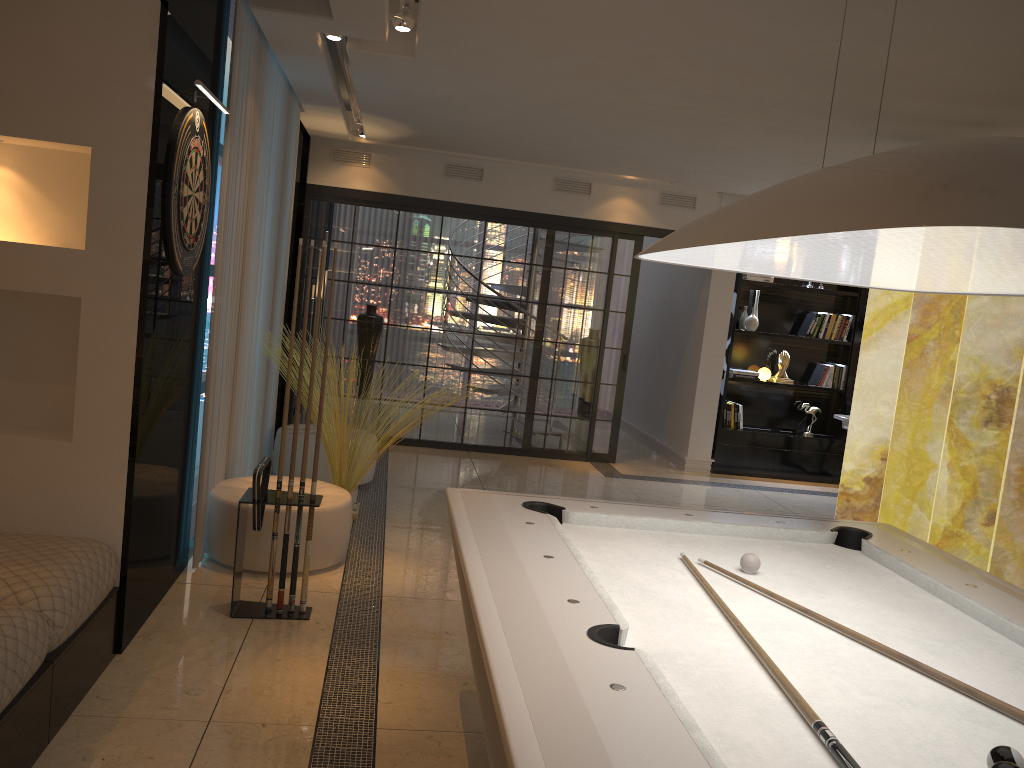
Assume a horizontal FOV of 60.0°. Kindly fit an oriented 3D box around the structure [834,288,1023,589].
[{"bbox_3d":[2.409,0.035,4.356,0.448,2.555,2.180,6,6,-8],"label":"structure"}]

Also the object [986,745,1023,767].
[{"bbox_3d":[0.791,0.638,1.301,0.265,0.057,0.299,3,7,-33],"label":"object"}]

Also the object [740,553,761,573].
[{"bbox_3d":[0.672,0.505,2.501,0.057,0.057,0.057,2,7,-38],"label":"object"}]

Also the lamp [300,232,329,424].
[{"bbox_3d":[-1.620,-0.321,7.158,0.200,1.801,0.418,6,6,-8],"label":"lamp"}]

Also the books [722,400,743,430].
[{"bbox_3d":[2.114,0.289,8.589,0.236,0.270,0.210,6,6,-8],"label":"books"}]

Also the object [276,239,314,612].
[{"bbox_3d":[-0.916,0.194,3.760,0.027,1.605,0.026,10,6,30],"label":"object"}]

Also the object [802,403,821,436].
[{"bbox_3d":[2.937,0.347,8.734,0.193,0.310,0.092,8,6,16],"label":"object"}]

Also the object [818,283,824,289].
[{"bbox_3d":[3.006,-1.026,8.595,0.104,0.224,0.104,6,6,-6],"label":"object"}]

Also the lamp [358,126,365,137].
[{"bbox_3d":[-1.252,-2.161,7.529,0.107,0.127,0.107,4,6,-27],"label":"lamp"}]

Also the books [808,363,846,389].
[{"bbox_3d":[3.080,-0.087,8.684,0.284,0.232,0.182,6,6,-5],"label":"books"}]

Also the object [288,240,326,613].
[{"bbox_3d":[-0.869,0.197,3.767,0.027,1.605,0.026,10,6,30],"label":"object"}]

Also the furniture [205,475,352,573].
[{"bbox_3d":[-1.205,0.708,4.601,0.735,0.357,0.735,6,6,-6],"label":"furniture"}]

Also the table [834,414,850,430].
[{"bbox_3d":[4.351,0.858,7.426,3.031,0.759,1.293,6,6,-8],"label":"table"}]

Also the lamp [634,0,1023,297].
[{"bbox_3d":[0.890,-0.713,1.735,0.939,0.995,1.578,6,6,-8],"label":"lamp"}]

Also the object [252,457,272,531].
[{"bbox_3d":[-1.071,0.480,3.772,0.032,0.297,0.330,6,6,-8],"label":"object"}]

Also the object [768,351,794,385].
[{"bbox_3d":[2.617,-0.166,8.568,0.177,0.311,0.177,6,6,-8],"label":"object"}]

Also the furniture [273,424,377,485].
[{"bbox_3d":[-1.356,0.507,6.460,0.735,0.357,0.735,2,7,-36],"label":"furniture"}]

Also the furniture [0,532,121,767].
[{"bbox_3d":[-1.864,0.613,2.505,1.107,0.810,1.312,6,6,-8],"label":"furniture"}]

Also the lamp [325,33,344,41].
[{"bbox_3d":[-0.905,-1.824,4.532,0.107,0.127,0.107,8,6,11],"label":"lamp"}]

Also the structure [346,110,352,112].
[{"bbox_3d":[-0.488,-1.595,9.401,3.425,4.134,1.964,6,6,-8],"label":"structure"}]

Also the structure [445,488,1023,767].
[{"bbox_3d":[0.716,0.962,1.906,1.659,0.812,2.912,6,6,-8],"label":"structure"}]

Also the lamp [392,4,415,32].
[{"bbox_3d":[-0.516,-1.750,4.232,0.107,0.127,0.107,8,6,11],"label":"lamp"}]

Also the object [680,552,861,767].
[{"bbox_3d":[0.527,0.576,1.770,0.028,0.026,1.605,6,6,-3],"label":"object"}]

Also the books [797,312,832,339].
[{"bbox_3d":[2.938,-0.575,8.612,0.245,0.256,0.207,6,6,-9],"label":"books"}]

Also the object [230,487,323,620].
[{"bbox_3d":[-1.006,0.734,3.810,0.325,0.508,0.261,6,6,-8],"label":"object"}]

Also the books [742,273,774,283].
[{"bbox_3d":[2.329,-1.073,8.457,0.302,0.188,0.259,6,6,-1],"label":"books"}]

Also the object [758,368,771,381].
[{"bbox_3d":[2.440,-0.096,8.573,0.125,0.125,0.125,10,7,31],"label":"object"}]

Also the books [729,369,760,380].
[{"bbox_3d":[2.225,-0.093,8.563,0.266,0.073,0.209,6,6,-5],"label":"books"}]

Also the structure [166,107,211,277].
[{"bbox_3d":[-1.297,-0.768,3.573,0.048,0.669,0.669,6,6,-8],"label":"structure"}]

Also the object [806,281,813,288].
[{"bbox_3d":[2.899,-1.076,8.582,0.111,0.301,0.111,5,6,-12],"label":"object"}]

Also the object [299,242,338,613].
[{"bbox_3d":[-0.821,0.202,3.774,0.027,1.605,0.026,10,6,30],"label":"object"}]

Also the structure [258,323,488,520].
[{"bbox_3d":[-0.876,0.257,5.535,1.275,1.142,1.282,11,7,38],"label":"structure"}]

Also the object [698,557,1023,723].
[{"bbox_3d":[0.903,0.613,1.829,0.028,0.026,1.605,3,6,-28],"label":"object"}]

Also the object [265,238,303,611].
[{"bbox_3d":[-0.963,0.190,3.754,0.027,1.605,0.026,10,6,30],"label":"object"}]

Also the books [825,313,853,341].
[{"bbox_3d":[3.144,-0.557,8.642,0.252,0.261,0.212,6,6,-8],"label":"books"}]

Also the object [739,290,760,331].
[{"bbox_3d":[2.301,-0.703,8.475,0.180,0.395,0.210,6,6,-5],"label":"object"}]
